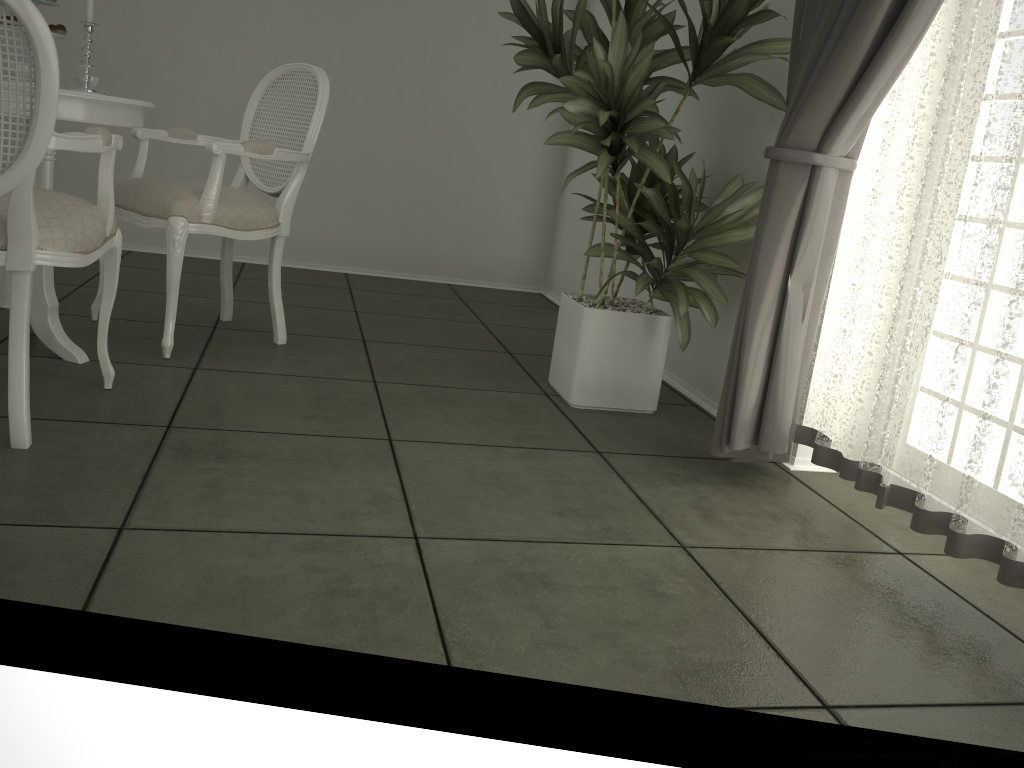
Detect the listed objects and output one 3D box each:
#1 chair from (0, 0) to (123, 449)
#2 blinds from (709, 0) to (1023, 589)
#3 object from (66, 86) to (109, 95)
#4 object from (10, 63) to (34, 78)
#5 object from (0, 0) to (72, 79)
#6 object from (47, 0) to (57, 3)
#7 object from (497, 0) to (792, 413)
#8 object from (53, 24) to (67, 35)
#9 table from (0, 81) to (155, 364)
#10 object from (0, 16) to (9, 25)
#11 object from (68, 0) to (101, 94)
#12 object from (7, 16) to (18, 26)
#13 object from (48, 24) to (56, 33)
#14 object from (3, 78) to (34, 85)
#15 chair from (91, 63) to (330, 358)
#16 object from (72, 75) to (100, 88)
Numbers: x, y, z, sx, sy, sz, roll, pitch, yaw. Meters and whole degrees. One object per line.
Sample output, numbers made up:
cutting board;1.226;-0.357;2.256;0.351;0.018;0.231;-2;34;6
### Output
chair;-1.301;-0.432;2.116;0.594;1.047;0.703;6;11;-14
blinds;1.357;-0.580;1.089;0.659;2.560;3.734;6;13;-15
object;-1.382;-0.954;2.878;0.118;0.015;0.121;4;15;-14
object;-1.369;-0.871;2.467;0.078;0.048;0.063;12;13;18
object;-1.438;-1.024;2.649;0.212;0.245;0.213;12;12;18
object;-1.379;-1.155;2.637;0.039;0.031;0.040;9;13;6
object;0.433;-0.968;3.088;1.040;2.064;1.180;9;11;3
object;-1.360;-1.067;2.659;0.040;0.031;0.040;14;14;26
table;-1.536;-0.510;2.742;0.738;0.817;0.755;5;12;-17
object;-1.502;-1.078;2.623;0.040;0.031;0.039;19;16;40
object;-1.236;-1.036;2.578;0.087;0.359;0.089;1;12;-37
object;-1.452;-1.058;2.571;0.040;0.031;0.039;17;15;35
object;-1.410;-1.088;2.711;0.040;0.031;0.039;17;15;35
object;-1.380;-0.849;2.473;0.118;0.015;0.121;2;16;-24
chair;-1.088;-0.700;3.271;0.603;1.047;0.692;17;14;40
object;-1.385;-0.977;2.870;0.078;0.048;0.063;-1;15;-34
